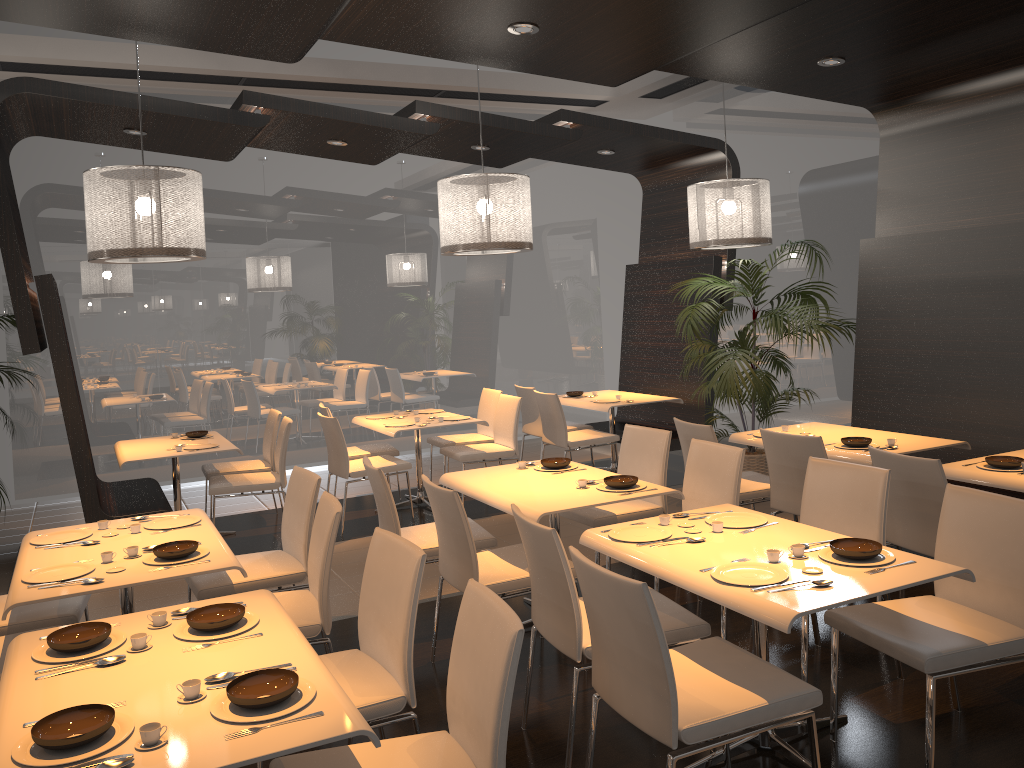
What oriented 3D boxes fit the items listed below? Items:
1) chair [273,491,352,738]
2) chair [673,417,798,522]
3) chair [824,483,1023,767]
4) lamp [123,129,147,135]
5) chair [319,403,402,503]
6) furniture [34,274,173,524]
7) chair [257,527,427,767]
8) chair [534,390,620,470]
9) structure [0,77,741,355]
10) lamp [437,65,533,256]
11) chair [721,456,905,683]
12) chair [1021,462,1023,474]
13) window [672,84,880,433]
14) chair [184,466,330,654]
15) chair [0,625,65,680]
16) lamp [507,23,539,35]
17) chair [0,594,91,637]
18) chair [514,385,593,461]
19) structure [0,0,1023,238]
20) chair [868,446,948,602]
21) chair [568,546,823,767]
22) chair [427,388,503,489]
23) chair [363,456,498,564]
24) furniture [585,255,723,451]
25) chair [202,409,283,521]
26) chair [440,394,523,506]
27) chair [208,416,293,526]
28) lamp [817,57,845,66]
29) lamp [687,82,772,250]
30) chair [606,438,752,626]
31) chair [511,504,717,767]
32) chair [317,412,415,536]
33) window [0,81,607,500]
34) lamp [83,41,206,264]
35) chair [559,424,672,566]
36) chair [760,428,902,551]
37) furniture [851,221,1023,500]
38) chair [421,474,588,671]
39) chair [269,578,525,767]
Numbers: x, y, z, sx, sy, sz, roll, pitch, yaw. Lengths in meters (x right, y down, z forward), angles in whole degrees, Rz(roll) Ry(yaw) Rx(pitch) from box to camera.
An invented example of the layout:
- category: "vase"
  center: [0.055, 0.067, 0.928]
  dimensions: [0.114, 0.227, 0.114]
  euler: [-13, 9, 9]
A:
- category: "chair"
  center: [-0.968, 0.933, 3.525]
  dimensions: [0.606, 0.873, 0.484]
  euler: [-4, 2, -19]
- category: "chair"
  center: [1.364, 0.639, 5.438]
  dimensions: [0.606, 0.873, 0.484]
  euler: [-4, 2, -19]
- category: "chair"
  center: [1.492, 0.848, 3.071]
  dimensions: [0.606, 0.873, 0.484]
  euler: [-4, 2, -19]
- category: "lamp"
  center: [-2.735, -1.842, 6.414]
  dimensions: [0.160, 0.054, 0.160]
  euler: [-5, 5, -20]
- category: "chair"
  center: [-1.297, 0.587, 7.479]
  dimensions: [0.606, 0.868, 0.484]
  euler: [-4, 2, -19]
- category: "furniture"
  center: [-2.899, 0.078, 6.301]
  dimensions: [0.758, 1.673, 1.403]
  euler: [-4, 3, -26]
- category: "chair"
  center: [-0.588, 0.977, 2.820]
  dimensions: [0.606, 0.873, 0.484]
  euler: [-4, 2, -29]
- category: "chair"
  center: [0.549, 0.479, 7.652]
  dimensions: [0.606, 0.873, 0.484]
  euler: [-4, 2, -24]
- category: "structure"
  center: [-0.884, -1.318, 7.306]
  dimensions: [5.946, 1.725, 1.402]
  euler: [-5, 3, -26]
- category: "lamp"
  center: [-0.217, -1.852, 5.980]
  dimensions: [0.626, 1.928, 0.628]
  euler: [-3, 1, 2]
- category: "chair"
  center: [1.251, 0.801, 3.724]
  dimensions: [0.606, 0.873, 0.484]
  euler: [-4, 2, -29]
- category: "chair"
  center: [2.477, 0.748, 3.595]
  dimensions: [0.606, 0.868, 0.484]
  euler: [-4, 2, -24]
- category: "window"
  center: [3.398, -1.240, 7.619]
  dimensions: [0.070, 3.971, 6.588]
  euler: [-3, 4, -26]
- category: "chair"
  center: [-1.210, 0.883, 4.177]
  dimensions: [0.606, 0.868, 0.484]
  euler: [-4, 2, -29]
- category: "chair"
  center: [-1.924, 1.015, 3.135]
  dimensions: [0.606, 0.868, 0.484]
  euler: [-4, 2, -24]
- category: "lamp"
  center: [0.057, -1.809, 4.468]
  dimensions: [0.161, 0.050, 0.162]
  euler: [-5, 5, -20]
- category: "chair"
  center: [-2.124, 0.972, 3.719]
  dimensions: [0.606, 0.868, 0.484]
  euler: [-4, 2, -19]
- category: "chair"
  center: [0.381, 0.429, 8.277]
  dimensions: [0.606, 0.868, 0.484]
  euler: [-4, 2, -24]
- category: "structure"
  center: [-1.314, -0.903, 2.928]
  dimensions: [10.685, 1.734, 2.904]
  euler: [-5, 5, -26]
- category: "chair"
  center: [2.052, 0.722, 4.114]
  dimensions: [0.606, 0.868, 0.484]
  euler: [-4, 2, -19]
- category: "chair"
  center: [0.536, 0.932, 2.681]
  dimensions: [0.606, 0.873, 0.484]
  euler: [-4, 2, -24]
- category: "chair"
  center: [-0.397, 0.507, 7.884]
  dimensions: [0.606, 0.873, 0.484]
  euler: [-4, 2, -24]
- category: "chair"
  center: [-0.434, 0.808, 4.571]
  dimensions: [0.606, 0.868, 0.484]
  euler: [-4, 2, -19]
- category: "furniture"
  center: [1.272, -0.322, 8.350]
  dimensions: [0.758, 1.673, 1.403]
  euler: [-4, 3, -26]
- category: "chair"
  center: [-2.125, 0.674, 7.015]
  dimensions: [0.606, 0.873, 0.484]
  euler: [-4, 2, -24]
- category: "chair"
  center: [-0.230, 0.553, 7.259]
  dimensions: [0.606, 0.868, 0.484]
  euler: [-4, 2, -24]
- category: "chair"
  center: [-1.885, 0.713, 6.425]
  dimensions: [0.606, 0.868, 0.484]
  euler: [-4, 2, -19]
- category: "lamp"
  center: [1.949, -1.982, 5.398]
  dimensions: [0.161, 0.050, 0.162]
  euler: [-5, 5, -20]
- category: "lamp"
  center: [1.662, -2.033, 6.904]
  dimensions: [0.626, 1.928, 0.628]
  euler: [-3, 1, 6]
- category: "chair"
  center: [0.825, 0.758, 4.410]
  dimensions: [0.606, 0.868, 0.484]
  euler: [-4, 2, -24]
- category: "chair"
  center: [0.347, 0.888, 3.278]
  dimensions: [0.606, 0.873, 0.484]
  euler: [-4, 2, -19]
- category: "chair"
  center: [-1.141, 0.644, 6.794]
  dimensions: [0.606, 0.873, 0.484]
  euler: [-4, 2, -29]
- category: "window"
  center: [-1.757, -1.138, 9.398]
  dimensions: [6.593, 3.975, 0.070]
  euler: [-5, 1, -26]
- category: "lamp"
  center: [-2.127, -1.669, 5.042]
  dimensions: [0.626, 1.928, 0.628]
  euler: [-3, 1, 2]
- category: "chair"
  center: [0.584, 0.711, 5.063]
  dimensions: [0.606, 0.868, 0.484]
  euler: [-4, 2, -29]
- category: "chair"
  center: [1.749, 0.669, 4.890]
  dimensions: [0.606, 0.873, 0.484]
  euler: [-4, 2, -29]
- category: "furniture"
  center: [2.961, -0.105, 5.014]
  dimensions: [0.758, 1.671, 2.904]
  euler: [-4, 4, -26]
- category: "chair"
  center: [-0.058, 0.843, 3.993]
  dimensions: [0.606, 0.873, 0.484]
  euler: [-4, 2, -24]
- category: "chair"
  center: [-0.278, 1.015, 2.201]
  dimensions: [0.606, 0.868, 0.484]
  euler: [-4, 2, -19]
